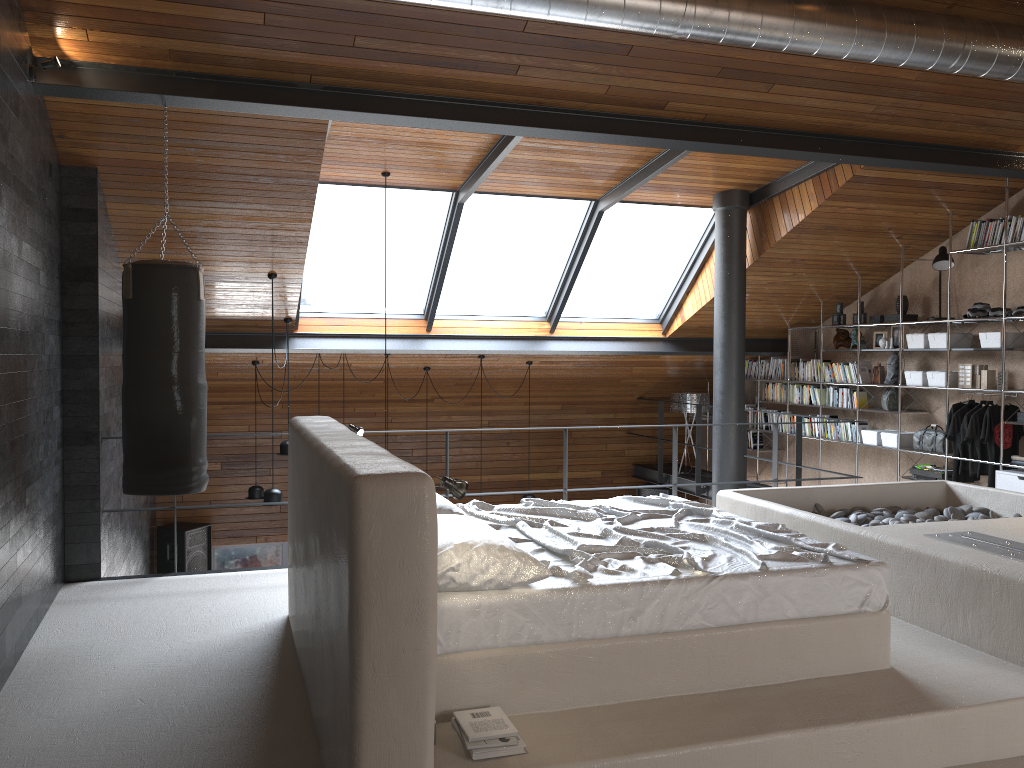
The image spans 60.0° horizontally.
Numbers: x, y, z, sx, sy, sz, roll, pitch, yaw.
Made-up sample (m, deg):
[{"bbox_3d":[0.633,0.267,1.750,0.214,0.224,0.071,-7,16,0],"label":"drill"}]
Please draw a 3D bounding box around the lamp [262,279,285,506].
[{"bbox_3d":[-1.964,0.062,7.277,0.210,1.854,0.210,1,2,20],"label":"lamp"}]

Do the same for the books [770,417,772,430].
[{"bbox_3d":[3.037,0.431,10.187,0.139,0.201,0.057,0,2,-18],"label":"books"}]

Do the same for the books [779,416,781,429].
[{"bbox_3d":[3.058,0.449,9.952,0.112,0.176,0.039,0,2,-18],"label":"books"}]

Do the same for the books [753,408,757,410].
[{"bbox_3d":[2.909,0.404,10.511,0.129,0.231,0.010,0,2,-18],"label":"books"}]

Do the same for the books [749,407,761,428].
[{"bbox_3d":[2.894,0.397,10.576,0.146,0.240,0.023,0,2,-18],"label":"books"}]

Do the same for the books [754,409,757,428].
[{"bbox_3d":[2.913,0.406,10.441,0.129,0.231,0.010,0,2,-18],"label":"books"}]

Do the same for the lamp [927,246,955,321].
[{"bbox_3d":[3.794,-0.885,7.839,0.233,0.660,0.322,1,2,35],"label":"lamp"}]

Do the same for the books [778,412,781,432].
[{"bbox_3d":[3.073,0.426,9.987,0.161,0.222,0.055,0,2,-18],"label":"books"}]

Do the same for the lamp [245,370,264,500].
[{"bbox_3d":[-2.603,0.477,9.011,0.210,1.369,0.210,1,2,20],"label":"lamp"}]

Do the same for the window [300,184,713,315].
[{"bbox_3d":[-0.043,-1.240,8.522,3.818,1.031,1.213,0,2,-18],"label":"window"}]

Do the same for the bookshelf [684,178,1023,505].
[{"bbox_3d":[4.156,0.879,6.838,0.421,6.219,10.739,0,2,-18],"label":"bookshelf"}]

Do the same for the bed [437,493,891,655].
[{"bbox_3d":[0.329,0.868,4.098,2.011,0.485,1.826,0,2,-18],"label":"bed"}]

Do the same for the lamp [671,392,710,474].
[{"bbox_3d":[2.210,0.612,11.024,0.475,1.002,0.475,0,2,6],"label":"lamp"}]

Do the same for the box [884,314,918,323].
[{"bbox_3d":[3.639,-0.609,8.297,0.208,0.079,0.207,0,2,-21],"label":"box"}]

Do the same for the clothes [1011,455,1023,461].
[{"bbox_3d":[4.070,0.580,6.948,0.221,0.050,0.196,0,2,-15],"label":"clothes"}]

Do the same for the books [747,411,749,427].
[{"bbox_3d":[2.876,0.417,10.593,0.143,0.199,0.019,0,2,-18],"label":"books"}]

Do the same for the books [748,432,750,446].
[{"bbox_3d":[2.881,0.670,10.561,0.126,0.197,0.047,0,2,-18],"label":"books"}]

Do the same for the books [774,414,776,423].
[{"bbox_3d":[3.034,0.435,10.035,0.127,0.200,0.046,0,2,-18],"label":"books"}]

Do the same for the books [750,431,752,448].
[{"bbox_3d":[2.899,0.661,10.540,0.137,0.216,0.049,0,2,-18],"label":"books"}]

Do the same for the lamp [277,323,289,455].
[{"bbox_3d":[-2.048,0.041,8.119,0.210,1.206,0.210,1,2,20],"label":"lamp"}]

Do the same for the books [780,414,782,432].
[{"bbox_3d":[3.064,0.439,9.947,0.111,0.197,0.043,0,2,-18],"label":"books"}]

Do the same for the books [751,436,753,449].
[{"bbox_3d":[2.896,0.665,10.508,0.131,0.205,0.051,0,2,-18],"label":"books"}]

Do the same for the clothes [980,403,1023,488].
[{"bbox_3d":[3.981,0.501,7.186,0.424,0.689,0.090,0,2,-19],"label":"clothes"}]

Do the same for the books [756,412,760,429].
[{"bbox_3d":[2.918,0.416,10.372,0.137,0.215,0.014,0,2,-18],"label":"books"}]

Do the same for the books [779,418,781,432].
[{"bbox_3d":[3.060,0.446,9.965,0.117,0.182,0.044,0,2,-18],"label":"books"}]

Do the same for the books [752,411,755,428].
[{"bbox_3d":[2.908,0.417,10.487,0.148,0.206,0.018,0,2,-18],"label":"books"}]

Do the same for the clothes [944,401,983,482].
[{"bbox_3d":[3.868,0.490,7.536,0.424,0.689,0.090,0,2,-19],"label":"clothes"}]

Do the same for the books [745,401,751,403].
[{"bbox_3d":[2.800,0.217,10.948,0.234,0.028,0.180,0,2,-18],"label":"books"}]

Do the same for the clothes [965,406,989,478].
[{"bbox_3d":[3.922,0.474,7.313,0.488,0.586,0.074,-1,2,-25],"label":"clothes"}]

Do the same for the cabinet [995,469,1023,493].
[{"bbox_3d":[4.104,0.969,6.828,0.435,0.561,0.527,0,2,-17],"label":"cabinet"}]

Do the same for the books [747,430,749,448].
[{"bbox_3d":[2.877,0.656,10.598,0.155,0.215,0.055,0,2,-18],"label":"books"}]

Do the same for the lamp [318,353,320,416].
[{"bbox_3d":[-1.914,0.651,8.797,0.210,2.036,0.210,1,2,20],"label":"lamp"}]

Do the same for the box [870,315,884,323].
[{"bbox_3d":[3.579,-0.616,8.507,0.208,0.079,0.207,0,2,-4],"label":"box"}]

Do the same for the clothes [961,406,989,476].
[{"bbox_3d":[3.932,0.472,7.385,0.488,0.586,0.074,-1,2,-25],"label":"clothes"}]

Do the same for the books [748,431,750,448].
[{"bbox_3d":[2.875,0.664,10.577,0.123,0.203,0.054,0,2,-18],"label":"books"}]

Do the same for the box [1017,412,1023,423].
[{"bbox_3d":[4.100,0.265,6.904,0.208,0.079,0.207,0,2,-19],"label":"box"}]

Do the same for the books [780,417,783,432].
[{"bbox_3d":[3.062,0.452,9.925,0.111,0.174,0.041,0,2,-18],"label":"books"}]

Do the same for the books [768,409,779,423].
[{"bbox_3d":[3.022,0.412,10.238,0.143,0.236,0.062,0,2,-18],"label":"books"}]

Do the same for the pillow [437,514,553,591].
[{"bbox_3d":[-0.220,0.623,3.416,0.502,0.176,0.837,0,2,-17],"label":"pillow"}]

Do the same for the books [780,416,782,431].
[{"bbox_3d":[3.061,0.450,9.936,0.112,0.176,0.039,0,2,-18],"label":"books"}]

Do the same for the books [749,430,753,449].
[{"bbox_3d":[2.883,0.660,10.548,0.133,0.218,0.051,0,2,-18],"label":"books"}]

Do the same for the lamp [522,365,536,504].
[{"bbox_3d":[0.192,0.574,9.901,0.210,1.565,0.210,1,2,20],"label":"lamp"}]

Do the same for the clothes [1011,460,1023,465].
[{"bbox_3d":[4.083,0.612,6.954,0.248,0.043,0.190,0,2,-9],"label":"clothes"}]

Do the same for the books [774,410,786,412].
[{"bbox_3d":[3.070,0.417,10.133,0.148,0.233,0.053,0,2,-18],"label":"books"}]

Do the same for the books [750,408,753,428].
[{"bbox_3d":[2.900,0.401,10.545,0.148,0.234,0.013,0,2,-18],"label":"books"}]

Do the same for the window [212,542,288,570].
[{"bbox_3d":[-0.959,2.574,11.647,5.936,1.522,0.101,0,2,-18],"label":"window"}]

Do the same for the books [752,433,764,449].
[{"bbox_3d":[2.903,0.673,10.480,0.138,0.191,0.049,0,2,-18],"label":"books"}]

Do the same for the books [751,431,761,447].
[{"bbox_3d":[2.900,0.660,10.495,0.137,0.216,0.049,0,2,-18],"label":"books"}]

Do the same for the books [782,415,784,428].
[{"bbox_3d":[3.074,0.441,9.893,0.111,0.197,0.043,0,2,-18],"label":"books"}]

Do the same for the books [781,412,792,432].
[{"bbox_3d":[3.076,0.425,9.911,0.122,0.230,0.057,0,2,-18],"label":"books"}]

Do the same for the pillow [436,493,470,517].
[{"bbox_3d":[-0.494,0.598,4.268,0.509,0.173,0.842,0,2,-18],"label":"pillow"}]

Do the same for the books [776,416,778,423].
[{"bbox_3d":[3.045,0.450,10.011,0.119,0.171,0.044,0,2,-18],"label":"books"}]

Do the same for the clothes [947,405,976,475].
[{"bbox_3d":[3.864,0.468,7.491,0.488,0.586,0.074,-1,2,-25],"label":"clothes"}]

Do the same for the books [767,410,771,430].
[{"bbox_3d":[3.014,0.414,10.203,0.148,0.233,0.053,0,2,-18],"label":"books"}]

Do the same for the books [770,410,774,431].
[{"bbox_3d":[3.030,0.415,10.157,0.148,0.233,0.053,0,2,-18],"label":"books"}]
